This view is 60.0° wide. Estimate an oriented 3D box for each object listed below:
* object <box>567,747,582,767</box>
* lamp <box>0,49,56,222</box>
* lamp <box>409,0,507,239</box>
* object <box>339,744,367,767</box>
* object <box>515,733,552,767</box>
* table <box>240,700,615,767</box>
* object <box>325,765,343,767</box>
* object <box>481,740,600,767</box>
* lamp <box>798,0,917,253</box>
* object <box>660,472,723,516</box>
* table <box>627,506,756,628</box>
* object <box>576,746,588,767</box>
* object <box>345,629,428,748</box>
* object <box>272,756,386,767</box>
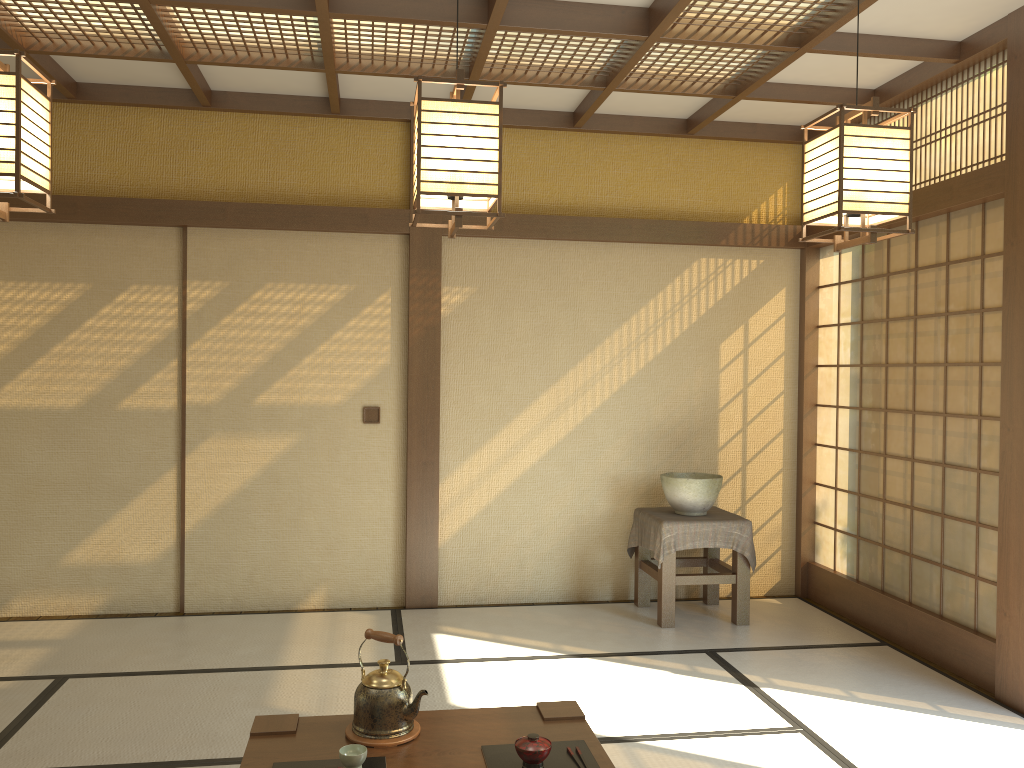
[{"bbox_3d":[0.180,1.024,2.394,0.008,0.008,0.200,1,1,-13],"label":"object"},{"bbox_3d":[-1.297,-0.984,2.203,0.240,1.129,0.240,1,1,-9],"label":"lamp"},{"bbox_3d":[-0.147,-0.972,2.388,0.240,1.129,0.240,1,1,-9],"label":"lamp"},{"bbox_3d":[-0.421,0.996,2.350,0.073,0.052,0.074,1,1,34],"label":"object"},{"bbox_3d":[0.057,0.984,2.381,0.100,0.080,0.100,1,1,-9],"label":"object"},{"bbox_3d":[-0.210,1.197,2.289,1.000,0.350,1.000,1,1,-9],"label":"table"},{"bbox_3d":[-0.444,0.980,2.176,0.100,0.080,0.100,1,1,-9],"label":"object"},{"bbox_3d":[0.092,1.031,2.339,0.300,0.007,0.400,1,1,-9],"label":"object"},{"bbox_3d":[1.003,-0.960,2.574,0.240,1.129,0.240,1,1,-9],"label":"lamp"},{"bbox_3d":[1.048,0.645,5.181,0.357,0.230,0.358,0,1,-39],"label":"object"},{"bbox_3d":[1.040,1.053,5.199,0.629,0.595,0.633,1,1,-10],"label":"table"},{"bbox_3d":[0.197,1.025,2.396,0.008,0.008,0.200,1,1,-9],"label":"object"},{"bbox_3d":[-0.374,0.878,2.608,0.226,0.296,0.219,1,1,-14],"label":"object"},{"bbox_3d":[-0.463,1.026,2.214,0.300,0.007,0.400,1,1,-9],"label":"object"}]
